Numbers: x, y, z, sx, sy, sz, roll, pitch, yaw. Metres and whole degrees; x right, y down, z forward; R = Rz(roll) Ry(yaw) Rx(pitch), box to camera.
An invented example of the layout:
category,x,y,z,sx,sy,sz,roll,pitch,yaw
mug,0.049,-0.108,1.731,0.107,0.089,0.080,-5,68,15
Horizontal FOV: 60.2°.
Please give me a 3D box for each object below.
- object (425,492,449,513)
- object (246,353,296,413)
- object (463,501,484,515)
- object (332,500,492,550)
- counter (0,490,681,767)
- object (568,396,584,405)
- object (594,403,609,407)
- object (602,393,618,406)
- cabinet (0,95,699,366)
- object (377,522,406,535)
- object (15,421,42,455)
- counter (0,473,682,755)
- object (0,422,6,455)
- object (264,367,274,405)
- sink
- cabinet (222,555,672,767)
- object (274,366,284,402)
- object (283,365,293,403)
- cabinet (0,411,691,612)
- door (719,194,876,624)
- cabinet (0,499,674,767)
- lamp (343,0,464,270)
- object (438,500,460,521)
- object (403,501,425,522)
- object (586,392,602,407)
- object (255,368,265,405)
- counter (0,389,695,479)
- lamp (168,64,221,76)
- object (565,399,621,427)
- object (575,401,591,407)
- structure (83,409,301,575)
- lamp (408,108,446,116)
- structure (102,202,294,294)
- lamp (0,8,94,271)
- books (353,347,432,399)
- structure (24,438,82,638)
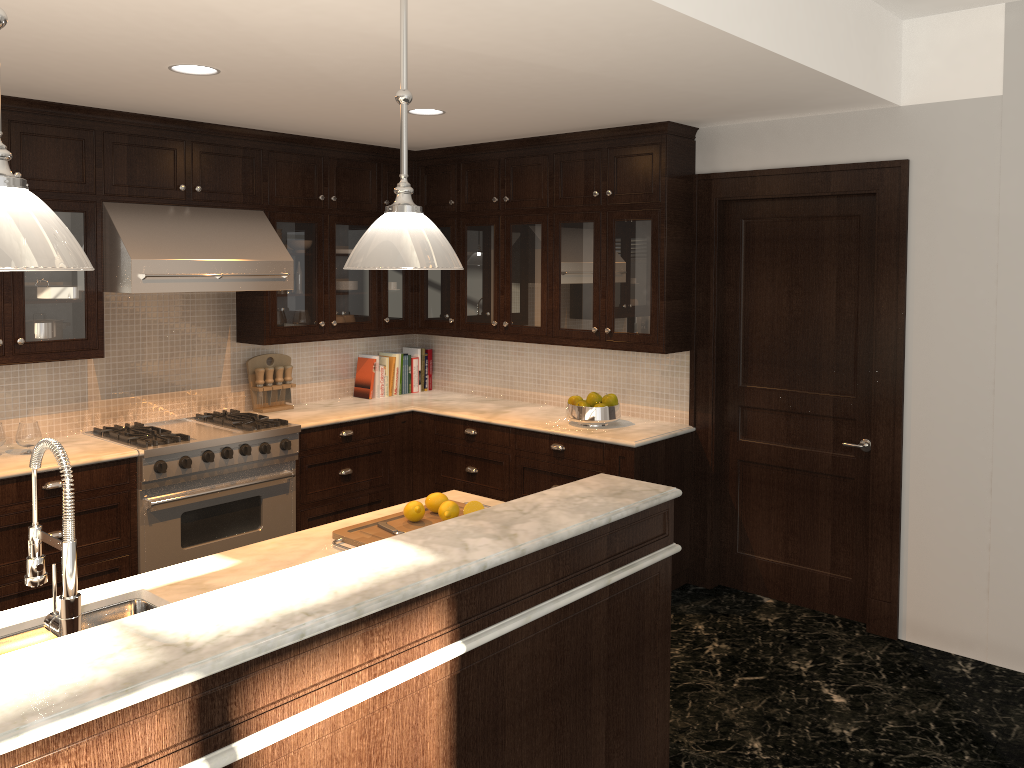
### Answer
category,x,y,z,sx,sy,sz,roll,pitch,yaw
object,-0.267,0.426,3.167,0.083,0.071,0.081,-3,7,-34
object,-1.481,-0.011,5.477,0.110,0.348,0.317,3,5,41
object,-0.131,0.442,3.072,0.074,0.068,0.064,1,5,4
object,-0.282,0.492,3.023,0.386,0.021,0.670,7,10,40
counter,-0.780,0.633,2.171,1.057,0.032,2.880,7,10,40
object,0.365,0.114,5.057,0.091,0.098,0.094,1,5,8
object,0.502,0.154,4.972,0.091,0.097,0.093,-1,5,-19
object,0.555,0.103,5.008,0.093,0.098,0.091,1,5,12
cabinet,-0.926,-0.755,4.471,2.314,1.249,3.381,6,9,41
object,-0.347,0.494,2.888,0.042,0.014,0.332,-5,10,-38
object,-2.306,0.257,4.212,0.112,0.150,0.113,3,5,33
counter,-0.501,0.482,1.930,0.329,0.032,2.866,7,10,40
object,-2.455,0.261,4.173,0.112,0.150,0.113,3,5,33
object,-1.497,0.012,5.444,0.061,0.236,0.061,1,3,11
sink,-1.150,0.766,2.080,0.459,0.211,0.803,6,9,41
cabinet,-0.783,1.071,2.194,1.029,0.908,2.859,5,9,41
object,-1.450,-0.001,5.499,0.061,0.225,0.061,1,3,11
object,-1.407,-0.002,5.549,0.061,0.236,0.061,0,3,5
cabinet,-0.931,0.769,4.530,2.322,0.876,3.382,6,10,41
door,1.507,0.099,4.710,0.866,2.176,0.109,3,4,41
cabinet,-0.509,0.575,1.926,0.293,0.152,2.848,6,10,40
lamp,-0.285,-0.694,2.329,0.318,0.780,0.318,-2,4,-35
object,-0.218,0.441,3.059,0.081,0.071,0.083,-4,7,-38
object,-0.338,0.441,3.061,0.082,0.073,0.079,3,6,28
object,0.470,0.095,5.033,0.096,0.099,0.092,2,5,18
object,-1.540,0.015,5.394,0.061,0.228,0.061,1,3,23
counter,-0.929,0.314,4.511,2.322,0.032,3.382,7,10,40
lamp,-1.264,-1.316,3.513,0.197,0.136,0.199,1,6,6
object,0.464,0.169,5.055,0.319,0.121,0.320,5,9,34
object,0.403,0.142,4.993,0.100,0.096,0.091,-3,6,-31
structure,-1.734,0.636,4.839,0.721,0.834,0.909,4,7,41
lamp,-0.435,-1.441,4.466,0.197,0.136,0.199,-1,6,-14
structure,-1.746,-0.748,4.799,0.641,0.475,0.934,5,8,41
lamp,-0.932,-0.596,1.586,0.318,0.780,0.318,-2,4,-35
books,-0.834,-0.087,6.213,0.195,0.310,0.605,4,7,40
structure,-1.016,0.382,1.944,0.244,0.528,0.051,3,4,41
